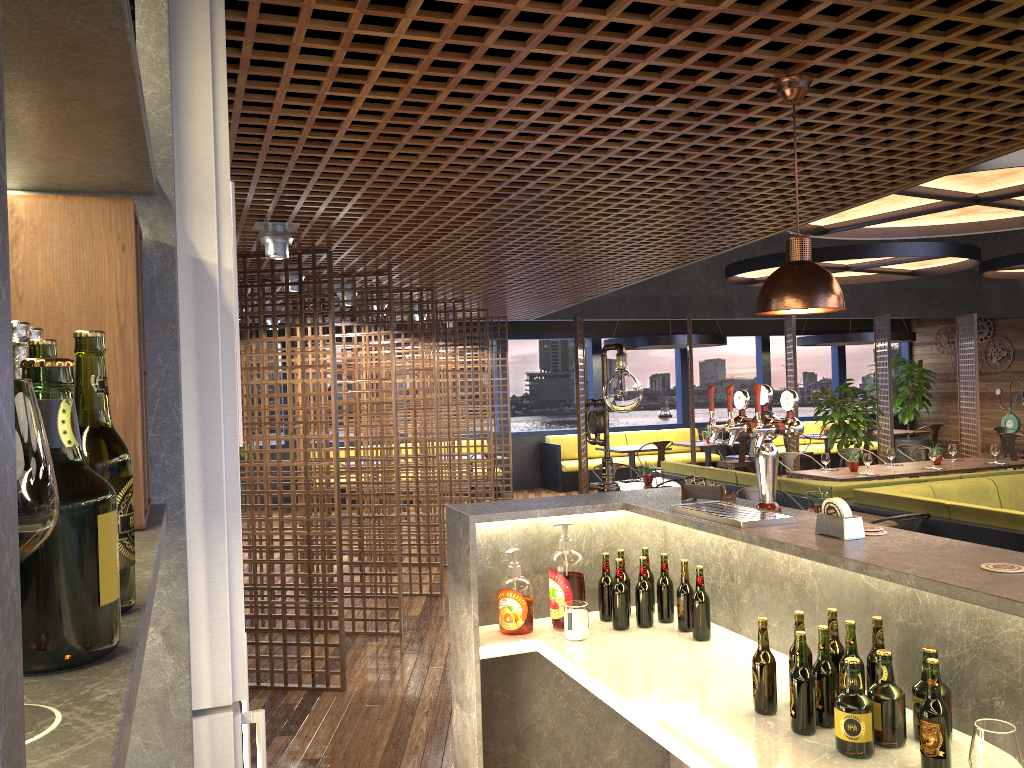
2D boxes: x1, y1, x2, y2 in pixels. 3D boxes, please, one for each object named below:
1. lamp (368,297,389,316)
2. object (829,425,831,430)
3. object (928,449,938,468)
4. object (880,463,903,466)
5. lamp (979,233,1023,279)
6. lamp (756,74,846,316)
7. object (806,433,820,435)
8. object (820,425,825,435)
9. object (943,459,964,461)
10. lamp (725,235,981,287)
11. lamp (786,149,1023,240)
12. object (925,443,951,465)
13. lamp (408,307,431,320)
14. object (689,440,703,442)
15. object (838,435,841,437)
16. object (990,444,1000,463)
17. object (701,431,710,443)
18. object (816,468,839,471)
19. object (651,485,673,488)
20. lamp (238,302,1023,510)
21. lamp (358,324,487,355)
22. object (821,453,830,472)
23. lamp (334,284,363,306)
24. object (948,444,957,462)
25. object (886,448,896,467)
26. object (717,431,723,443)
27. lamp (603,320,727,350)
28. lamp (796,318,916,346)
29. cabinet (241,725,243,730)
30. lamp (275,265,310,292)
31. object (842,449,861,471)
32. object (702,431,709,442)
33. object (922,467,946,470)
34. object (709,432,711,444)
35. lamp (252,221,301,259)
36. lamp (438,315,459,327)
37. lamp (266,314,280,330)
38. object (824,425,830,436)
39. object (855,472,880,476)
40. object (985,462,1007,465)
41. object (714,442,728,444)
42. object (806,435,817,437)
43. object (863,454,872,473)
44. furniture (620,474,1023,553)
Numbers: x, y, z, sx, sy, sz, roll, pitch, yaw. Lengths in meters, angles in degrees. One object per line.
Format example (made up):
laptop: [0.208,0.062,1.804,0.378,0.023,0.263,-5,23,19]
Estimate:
lamp: [-1.281,-0.746,8.517,0.228,0.172,0.228,-2,0,-20]
object: [5.487,0.803,15.209,0.102,0.178,0.102,-2,0,-34]
object: [4.676,0.825,9.841,0.097,0.206,0.097,-2,0,26]
object: [4.393,0.928,10.218,0.157,0.019,0.255,-2,0,-20]
lamp: [7.712,-2.230,11.697,2.778,1.362,2.778,-2,0,35]
lamp: [0.826,-0.545,2.575,0.250,0.673,0.250,-2,0,13]
object: [5.358,0.886,15.699,0.255,0.019,0.157,-2,0,-20]
object: [5.458,0.803,15.567,0.102,0.178,0.102,-2,0,-34]
object: [5.246,0.900,10.529,0.157,0.019,0.255,-2,0,-20]
lamp: [3.907,-2.029,10.397,2.778,1.475,2.778,-2,0,-20]
lamp: [3.345,-2.006,6.424,2.778,1.475,2.778,-2,0,-16]
object: [4.846,0.784,10.132,0.238,0.271,0.260,-2,0,2]
lamp: [-1.008,-0.756,9.709,0.228,0.172,0.228,-2,0,-20]
object: [3.122,0.959,14.887,0.255,0.019,0.157,-2,0,-20]
object: [5.591,0.879,15.078,0.255,0.019,0.157,-2,0,-20]
object: [5.529,0.797,10.152,0.097,0.206,0.097,-2,0,26]
object: [3.245,0.829,14.582,0.238,0.271,0.260,-2,0,2]
object: [3.539,0.956,9.908,0.157,0.019,0.255,-2,0,-20]
object: [1.470,1.021,8.831,0.255,0.019,0.157,-2,0,-20]
lamp: [2.044,0.419,8.635,9.057,2.714,3.017,-2,0,-20]
lamp: [-1.372,-1.559,13.073,1.979,2.172,1.979,-2,0,-14]
object: [3.451,0.865,9.756,0.097,0.206,0.097,-2,0,26]
lamp: [-1.370,-0.741,7.370,0.228,0.172,0.228,-2,0,-20]
object: [5.158,0.809,10.377,0.097,0.206,0.097,-2,0,26]
object: [4.304,0.837,10.067,0.097,0.206,0.097,-2,0,26]
object: [3.409,0.870,14.558,0.102,0.178,0.102,-2,0,-34]
lamp: [2.456,-1.684,14.466,1.979,2.172,1.979,-2,0,25]
lamp: [6.071,-1.804,15.780,1.979,2.172,1.979,-2,0,-35]
cabinet: [-1.321,1.388,3.541,0.473,1.007,0.553,-2,0,-20]
lamp: [-1.534,-0.734,6.194,0.228,0.172,0.228,-2,0,-20]
object: [3.743,0.820,9.731,0.238,0.271,0.260,-2,0,2]
object: [3.222,0.876,14.756,0.102,0.178,0.102,-2,0,-34]
object: [4.593,0.922,9.689,0.157,0.019,0.255,-2,0,-20]
object: [3.251,0.876,14.398,0.102,0.178,0.102,-2,0,-34]
lamp: [-1.224,-0.742,4.611,0.228,0.172,0.228,-2,0,-20]
lamp: [-0.764,-0.766,10.921,0.228,0.172,0.228,-2,0,-20]
lamp: [-2.702,-0.702,10.003,0.228,0.172,0.228,-2,0,-20]
object: [5.460,0.757,15.383,0.238,0.271,0.260,-2,0,2]
object: [3.739,0.950,9.379,0.157,0.019,0.255,-2,0,-20]
object: [5.447,0.894,10.000,0.157,0.019,0.255,-2,0,-20]
object: [3.355,0.952,14.267,0.255,0.019,0.157,-2,0,-20]
object: [5.182,0.892,15.309,0.157,0.019,0.255,-2,0,-20]
object: [3.822,0.853,9.531,0.097,0.206,0.097,-2,0,26]
furniture: [4.930,1.229,7.113,4.895,0.914,7.462,-2,0,-25]
